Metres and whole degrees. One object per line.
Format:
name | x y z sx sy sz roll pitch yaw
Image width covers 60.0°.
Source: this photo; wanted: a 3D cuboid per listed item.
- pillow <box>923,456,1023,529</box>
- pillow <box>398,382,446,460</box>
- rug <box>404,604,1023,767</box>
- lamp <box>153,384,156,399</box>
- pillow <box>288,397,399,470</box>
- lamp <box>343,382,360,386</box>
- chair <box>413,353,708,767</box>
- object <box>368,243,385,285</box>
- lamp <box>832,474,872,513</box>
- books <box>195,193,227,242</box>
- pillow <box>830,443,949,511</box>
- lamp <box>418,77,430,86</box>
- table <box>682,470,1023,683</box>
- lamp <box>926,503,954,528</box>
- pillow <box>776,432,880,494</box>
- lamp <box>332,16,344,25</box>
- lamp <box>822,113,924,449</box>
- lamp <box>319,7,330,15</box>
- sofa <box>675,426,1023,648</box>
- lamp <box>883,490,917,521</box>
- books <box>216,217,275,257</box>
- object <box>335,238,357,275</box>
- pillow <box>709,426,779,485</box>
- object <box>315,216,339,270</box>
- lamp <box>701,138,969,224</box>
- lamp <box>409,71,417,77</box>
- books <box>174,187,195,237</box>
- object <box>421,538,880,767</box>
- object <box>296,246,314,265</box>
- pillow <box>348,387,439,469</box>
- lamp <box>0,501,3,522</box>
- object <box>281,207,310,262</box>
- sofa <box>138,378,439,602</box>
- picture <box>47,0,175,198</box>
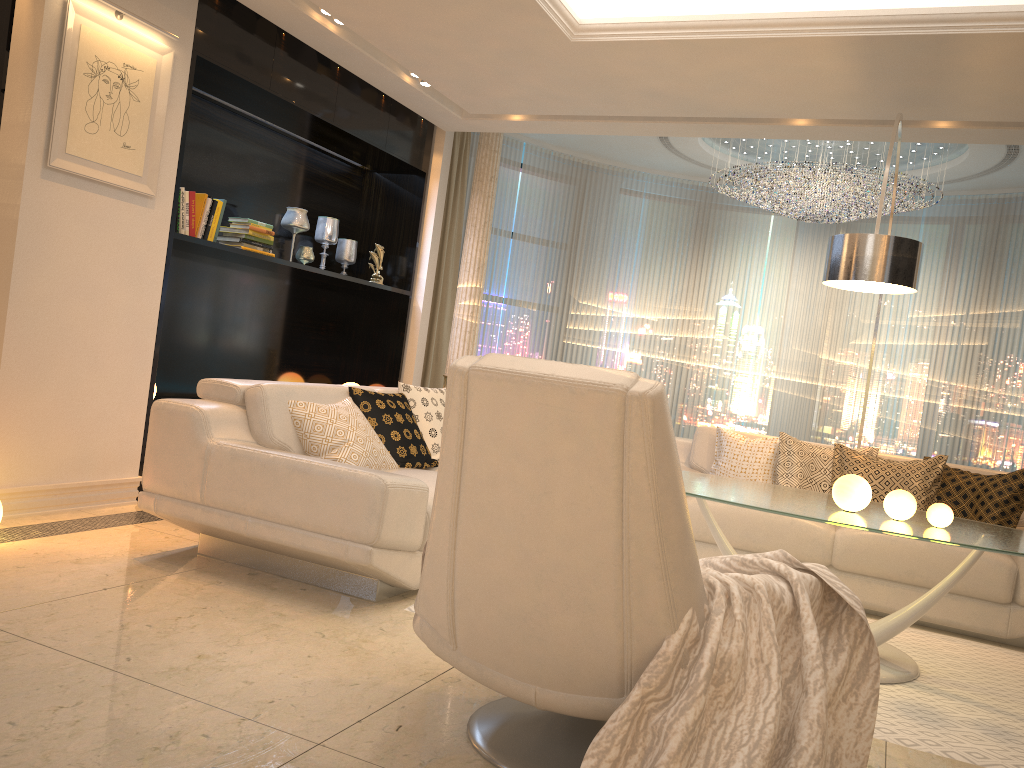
pillow | 2.336 0.600 4.531 0.301 0.436 0.575 7 2 -35
pillow | -0.405 0.209 4.761 0.255 0.399 0.526 8 2 23
rug | 1.212 1.059 3.515 2.900 0.020 1.661 8 2 23
lamp | -2.054 0.028 4.835 0.213 0.214 0.212 7 2 -27
pillow | -0.727 0.236 3.902 0.351 0.329 0.521 8 2 23
lamp | -1.227 0.094 6.745 0.212 0.214 0.213 7 1 -16
chair | 0.188 0.456 2.216 1.027 0.991 0.983 8 2 23
object | -0.996 -0.877 6.525 0.116 0.293 0.182 8 2 21
lamp | 1.306 0.419 3.409 0.143 0.143 0.143 8 1 8
books | -1.756 -0.925 4.956 0.212 0.261 0.210 8 2 23
pillow | 1.981 0.547 4.714 0.575 0.436 0.301 9 2 29
lamp | -0.543 -1.968 5.657 0.107 0.127 0.107 8 1 5
table | 1.233 0.763 3.527 2.140 0.565 0.999 8 2 23
lamp | 1.586 0.487 3.286 0.090 0.091 0.090 7 1 -16
pillow | 1.720 0.512 4.908 0.587 0.429 0.288 8 1 -2
lamp | -0.914 -2.009 4.783 0.107 0.127 0.107 8 1 5
lamp | 1.859 -0.149 4.656 0.393 2.519 2.009 8 2 23
lamp | -0.963 -2.013 4.671 0.107 0.127 0.107 9 2 35
sofa | 1.782 0.730 4.781 2.328 0.754 1.145 8 2 23
lamp | 1.462 0.456 3.341 0.115 0.115 0.115 7 2 -41
books | -1.605 -0.885 5.373 0.260 0.197 0.296 8 2 26
object | -1.238 -0.910 6.584 0.147 0.317 0.147 8 2 25
pillow | 1.347 0.459 5.039 0.463 0.380 0.222 9 2 28
object | -1.339 -0.973 6.348 0.156 0.426 0.156 9 2 29
lamp | 2.571 -1.681 7.337 2.109 0.685 2.109 7 2 -22
lamp | -0.588 -1.983 5.536 0.107 0.127 0.107 8 1 5
books | -1.843 -0.936 4.742 0.208 0.270 0.240 8 2 23
object | 0.370 0.681 2.188 0.972 0.580 1.347 7 2 -29
object | -1.396 -0.847 5.977 0.119 0.154 0.119 9 2 33
pillow | -0.550 0.215 4.325 0.323 0.355 0.524 8 2 24
lamp | -2.106 0.504 3.454 0.213 0.214 0.212 7 2 -27
object | -1.443 -0.966 5.859 0.181 0.381 0.181 8 1 18
sofa | -0.511 0.427 4.368 1.145 0.754 2.328 8 2 23
picture | -1.831 -1.287 4.078 0.027 0.729 0.610 8 2 23
